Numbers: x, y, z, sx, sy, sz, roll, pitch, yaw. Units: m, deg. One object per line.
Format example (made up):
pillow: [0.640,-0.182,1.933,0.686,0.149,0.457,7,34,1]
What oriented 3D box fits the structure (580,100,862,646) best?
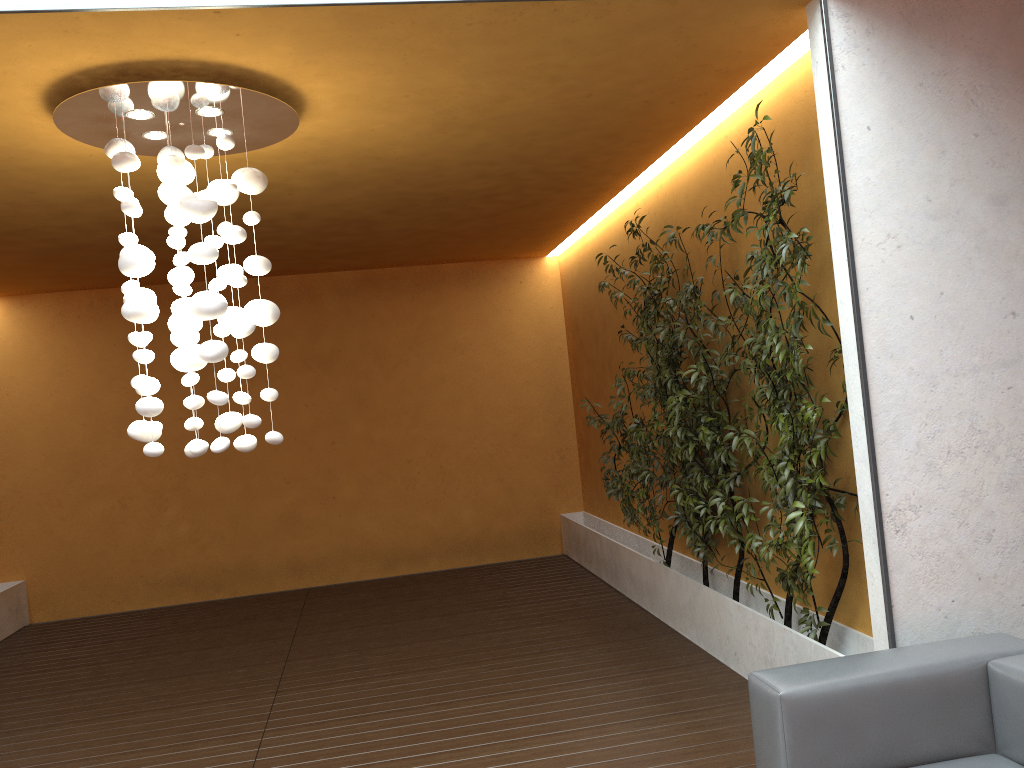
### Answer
structure: [1.002,0.064,4.913,0.622,2.483,3.166,-6,-1,-11]

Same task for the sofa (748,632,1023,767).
sofa: [1.382,1.145,1.926,0.943,0.652,2.025,-6,-1,-10]

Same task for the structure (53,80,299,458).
structure: [-1.372,-0.443,3.857,1.002,1.529,1.002,-7,-1,39]
